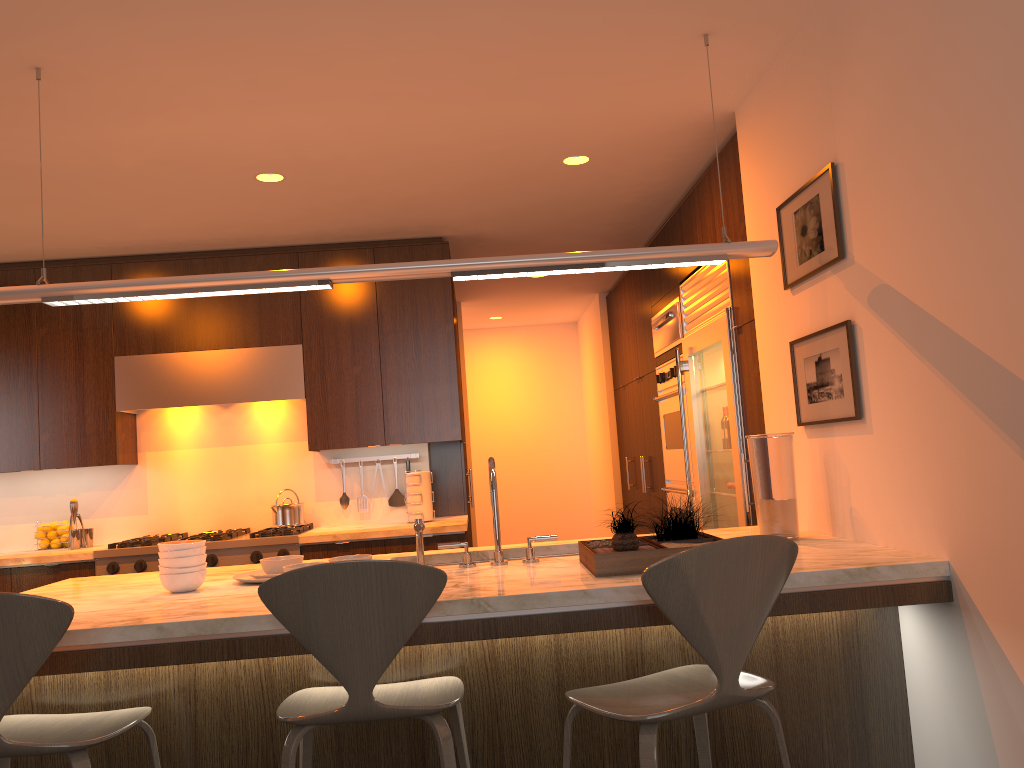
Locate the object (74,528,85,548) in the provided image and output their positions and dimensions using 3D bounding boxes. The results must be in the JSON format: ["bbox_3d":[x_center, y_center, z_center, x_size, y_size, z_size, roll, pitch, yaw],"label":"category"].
[{"bbox_3d":[-2.490,0.888,5.106,0.060,0.106,0.060,-7,-6,29],"label":"object"}]

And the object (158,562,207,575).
[{"bbox_3d":[-1.001,0.576,2.700,0.140,0.068,0.139,-2,-5,-20],"label":"object"}]

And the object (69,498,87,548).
[{"bbox_3d":[-2.478,0.788,5.005,0.088,0.288,0.101,-7,-5,27],"label":"object"}]

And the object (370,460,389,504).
[{"bbox_3d":[-0.812,0.593,5.372,0.114,0.271,0.008,-4,-5,-3],"label":"object"}]

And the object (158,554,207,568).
[{"bbox_3d":[-1.002,0.555,2.701,0.140,0.062,0.139,-4,-5,-3],"label":"object"}]

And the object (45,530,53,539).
[{"bbox_3d":[-2.692,0.875,5.161,0.051,0.053,0.064,-7,-6,33],"label":"object"}]

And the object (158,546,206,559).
[{"bbox_3d":[-1.004,0.533,2.703,0.140,0.064,0.139,-2,-5,-28],"label":"object"}]

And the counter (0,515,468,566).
[{"bbox_3d":[-2.040,0.884,4.582,3.616,0.038,3.187,-4,-5,-3],"label":"counter"}]

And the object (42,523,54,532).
[{"bbox_3d":[-2.676,0.828,5.115,0.063,0.051,0.053,-3,-5,-12],"label":"object"}]

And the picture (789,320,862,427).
[{"bbox_3d":[1.008,-0.021,2.883,0.012,0.300,0.496,-4,-5,-3],"label":"picture"}]

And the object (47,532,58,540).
[{"bbox_3d":[-2.653,0.872,5.120,0.052,0.053,0.062,-4,-5,2],"label":"object"}]

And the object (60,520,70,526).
[{"bbox_3d":[-2.641,0.835,5.246,0.059,0.060,0.050,-7,-6,30],"label":"object"}]

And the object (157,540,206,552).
[{"bbox_3d":[-1.006,0.512,2.706,0.140,0.062,0.139,-5,-5,6],"label":"object"}]

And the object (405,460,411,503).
[{"bbox_3d":[-0.623,0.603,5.379,0.063,0.281,0.063,-2,-5,-25],"label":"object"}]

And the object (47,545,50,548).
[{"bbox_3d":[-2.714,0.932,5.157,0.061,0.053,0.053,-3,-5,-17],"label":"object"}]

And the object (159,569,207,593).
[{"bbox_3d":[-0.999,0.601,2.698,0.140,0.059,0.139,-3,-5,-11],"label":"object"}]

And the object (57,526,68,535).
[{"bbox_3d":[-2.604,0.848,5.137,0.053,0.052,0.061,-9,-7,43],"label":"object"}]

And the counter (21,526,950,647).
[{"bbox_3d":[-0.290,0.605,2.776,2.711,0.038,1.280,-4,-5,-3],"label":"counter"}]

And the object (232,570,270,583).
[{"bbox_3d":[-0.736,0.614,2.848,0.310,0.021,0.309,-4,-5,-3],"label":"object"}]

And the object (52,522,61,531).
[{"bbox_3d":[-2.663,0.829,5.173,0.063,0.053,0.051,-7,-6,32],"label":"object"}]

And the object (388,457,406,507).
[{"bbox_3d":[-0.702,0.595,5.393,0.112,0.303,0.036,-4,-5,-3],"label":"object"}]

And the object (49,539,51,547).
[{"bbox_3d":[-2.726,0.937,5.216,0.053,0.053,0.061,-3,-5,-15],"label":"object"}]

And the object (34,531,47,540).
[{"bbox_3d":[-2.714,0.874,5.107,0.063,0.051,0.053,-4,-5,-1],"label":"object"}]

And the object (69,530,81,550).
[{"bbox_3d":[-2.459,0.876,4.991,0.060,0.106,0.060,-7,-6,29],"label":"object"}]

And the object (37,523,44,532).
[{"bbox_3d":[-2.722,0.838,5.139,0.057,0.060,0.052,-6,-5,18],"label":"object"}]

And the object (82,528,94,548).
[{"bbox_3d":[-2.423,0.881,5.071,0.060,0.106,0.060,-7,-6,29],"label":"object"}]

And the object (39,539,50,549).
[{"bbox_3d":[-2.691,0.920,5.105,0.052,0.057,0.060,-7,-6,32],"label":"object"}]

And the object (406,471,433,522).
[{"bbox_3d":[-0.538,0.655,5.158,0.144,0.286,0.149,-2,-5,-21],"label":"object"}]

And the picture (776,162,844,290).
[{"bbox_3d":[0.974,-0.504,2.926,0.012,0.298,0.493,-4,-5,-3],"label":"picture"}]

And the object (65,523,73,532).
[{"bbox_3d":[-2.596,0.841,5.195,0.063,0.053,0.051,-9,-7,43],"label":"object"}]

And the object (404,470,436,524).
[{"bbox_3d":[-0.545,0.654,5.165,0.160,0.304,0.168,-8,-6,41],"label":"object"}]
